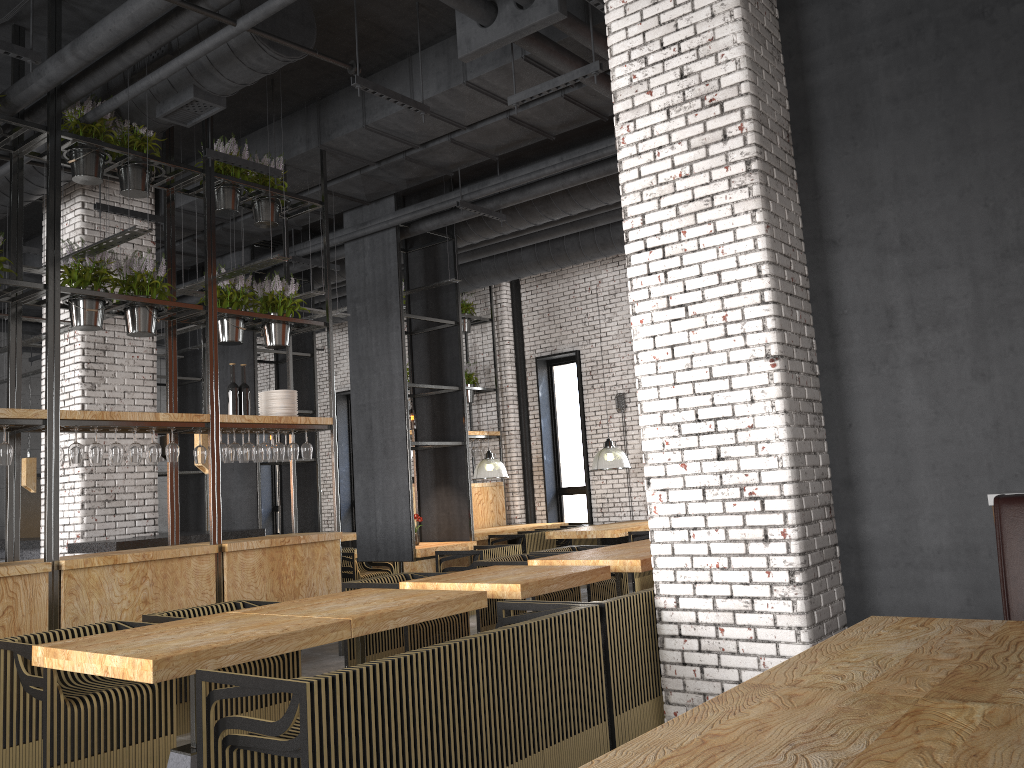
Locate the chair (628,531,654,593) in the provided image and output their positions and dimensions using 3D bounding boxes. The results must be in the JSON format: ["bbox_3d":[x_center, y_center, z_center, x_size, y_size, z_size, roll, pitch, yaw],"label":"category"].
[{"bbox_3d":[1.835,2.076,10.455,0.637,0.732,0.656,-9,-9,36],"label":"chair"}]

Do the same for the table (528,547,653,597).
[{"bbox_3d":[0.845,1.707,6.901,0.998,0.765,0.995,-9,-9,37],"label":"table"}]

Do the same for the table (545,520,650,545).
[{"bbox_3d":[1.478,2.191,11.373,0.998,0.765,2.114,-9,-9,37],"label":"table"}]

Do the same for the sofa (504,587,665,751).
[{"bbox_3d":[0.787,1.532,5.241,0.639,0.732,1.804,-9,-9,37],"label":"sofa"}]

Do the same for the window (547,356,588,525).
[{"bbox_3d":[0.910,0.902,13.849,0.747,2.706,0.364,-10,-10,37],"label":"window"}]

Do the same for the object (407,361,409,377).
[{"bbox_3d":[-1.356,-0.023,13.171,0.416,0.560,0.467,-8,-9,32],"label":"object"}]

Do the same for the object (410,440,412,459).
[{"bbox_3d":[-1.505,0.957,12.921,0.101,0.268,0.100,-2,-8,-16],"label":"object"}]

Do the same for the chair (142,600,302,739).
[{"bbox_3d":[-1.696,1.692,5.201,0.637,0.732,0.656,-10,-10,40],"label":"chair"}]

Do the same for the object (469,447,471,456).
[{"bbox_3d":[-0.678,0.973,13.517,0.101,0.268,0.100,-1,-8,-21],"label":"object"}]

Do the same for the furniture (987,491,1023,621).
[{"bbox_3d":[1.021,0.796,0.923,1.914,1.154,6.757,-9,-9,37],"label":"furniture"}]

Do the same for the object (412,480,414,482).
[{"bbox_3d":[-1.391,1.422,12.746,0.256,0.076,0.257,-9,-9,37],"label":"object"}]

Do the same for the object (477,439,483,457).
[{"bbox_3d":[-0.496,0.988,13.748,0.101,0.268,0.100,-1,-8,-21],"label":"object"}]

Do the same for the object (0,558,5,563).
[{"bbox_3d":[-4.082,1.880,6.795,0.399,1.038,0.396,-1,-8,-17],"label":"object"}]

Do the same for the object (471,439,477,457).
[{"bbox_3d":[-0.587,0.980,13.633,0.101,0.268,0.100,-1,-8,-21],"label":"object"}]

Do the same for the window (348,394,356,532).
[{"bbox_3d":[-2.845,1.489,16.736,0.747,2.706,0.364,-10,-10,37],"label":"window"}]

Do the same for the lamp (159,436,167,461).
[{"bbox_3d":[-3.698,0.156,9.523,0.127,1.399,0.127,-10,-10,37],"label":"lamp"}]

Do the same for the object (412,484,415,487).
[{"bbox_3d":[-1.652,1.446,12.487,0.410,0.050,0.411,-9,-8,36],"label":"object"}]

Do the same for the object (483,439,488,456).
[{"bbox_3d":[-0.406,0.995,13.864,0.101,0.268,0.100,-1,-8,-21],"label":"object"}]

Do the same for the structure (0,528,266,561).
[{"bbox_3d":[-6.027,2.026,8.858,5.867,1.538,4.306,-9,-9,37],"label":"structure"}]

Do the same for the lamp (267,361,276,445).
[{"bbox_3d":[-3.186,0.033,11.668,0.108,1.603,0.108,-3,-8,-6],"label":"lamp"}]

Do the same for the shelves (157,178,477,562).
[{"bbox_3d":[-3.219,0.069,11.662,6.137,4.379,1.002,-9,-9,37],"label":"shelves"}]

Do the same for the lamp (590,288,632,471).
[{"bbox_3d":[1.206,-0.085,11.664,0.536,2.412,0.535,-2,-8,-16],"label":"lamp"}]

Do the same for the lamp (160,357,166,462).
[{"bbox_3d":[-5.241,0.354,13.247,0.108,1.603,0.108,-1,-8,-20],"label":"lamp"}]

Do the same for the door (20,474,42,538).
[{"bbox_3d":[-8.027,2.592,15.213,0.158,2.109,1.119,-10,-10,37],"label":"door"}]

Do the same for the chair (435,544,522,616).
[{"bbox_3d":[-0.330,2.075,9.231,0.637,0.732,0.656,-9,-9,36],"label":"chair"}]

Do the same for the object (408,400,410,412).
[{"bbox_3d":[-1.489,0.463,12.833,0.098,0.472,0.098,-6,-8,15],"label":"object"}]

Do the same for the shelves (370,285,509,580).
[{"bbox_3d":[-1.168,0.437,13.287,0.689,5.032,2.330,-10,-10,37],"label":"shelves"}]

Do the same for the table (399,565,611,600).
[{"bbox_3d":[-0.013,1.638,5.833,0.998,0.765,0.995,-9,-9,37],"label":"table"}]

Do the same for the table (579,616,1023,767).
[{"bbox_3d":[0.489,1.075,1.333,0.998,0.765,4.131,-9,-9,37],"label":"table"}]

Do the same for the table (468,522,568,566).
[{"bbox_3d":[-0.182,2.450,12.649,0.998,0.765,2.114,-9,-9,37],"label":"table"}]

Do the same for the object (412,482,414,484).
[{"bbox_3d":[-1.389,1.446,12.743,0.257,0.068,0.256,3,-9,-44],"label":"object"}]

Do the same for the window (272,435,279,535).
[{"bbox_3d":[-4.743,1.786,18.196,0.747,2.706,0.364,-10,-10,37],"label":"window"}]

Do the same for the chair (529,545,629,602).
[{"bbox_3d":[0.634,1.889,8.190,0.637,0.732,0.656,-9,-9,37],"label":"chair"}]

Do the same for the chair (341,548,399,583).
[{"bbox_3d":[-1.768,2.296,10.300,0.637,0.732,0.656,-10,-10,40],"label":"chair"}]

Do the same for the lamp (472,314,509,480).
[{"bbox_3d":[-0.386,0.164,12.888,0.536,2.412,0.535,-2,-8,-16],"label":"lamp"}]

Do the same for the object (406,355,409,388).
[{"bbox_3d":[-1.637,-0.054,12.754,0.467,0.560,0.415,-4,-7,3],"label":"object"}]

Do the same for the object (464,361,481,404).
[{"bbox_3d":[-0.725,0.023,13.921,0.416,0.560,0.466,1,-9,-33],"label":"object"}]

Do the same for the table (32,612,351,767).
[{"bbox_3d":[-1.433,1.518,4.022,0.998,0.765,0.995,-9,-9,37],"label":"table"}]

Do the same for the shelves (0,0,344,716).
[{"bbox_3d":[-2.926,-0.230,6.622,0.689,5.032,3.655,-10,-10,37],"label":"shelves"}]

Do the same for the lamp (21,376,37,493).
[{"bbox_3d":[-6.248,0.631,11.478,0.127,1.551,0.127,-10,-10,37],"label":"lamp"}]

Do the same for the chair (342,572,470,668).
[{"bbox_3d":[-0.756,1.772,6.416,0.637,0.732,0.656,-9,-9,36],"label":"chair"}]

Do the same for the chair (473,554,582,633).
[{"bbox_3d":[0.144,1.845,7.541,0.637,0.732,0.656,-9,-9,37],"label":"chair"}]

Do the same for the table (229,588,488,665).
[{"bbox_3d":[-0.816,1.570,4.810,0.998,0.765,0.995,-9,-9,37],"label":"table"}]

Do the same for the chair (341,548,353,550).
[{"bbox_3d":[-2.375,2.391,10.767,0.637,0.732,0.656,-10,-9,39],"label":"chair"}]

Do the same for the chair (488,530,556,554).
[{"bbox_3d":[0.149,2.342,11.765,0.637,0.732,0.656,-9,-9,38],"label":"chair"}]

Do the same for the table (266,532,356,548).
[{"bbox_3d":[-4.009,3.016,15.311,4.129,0.765,0.999,-9,-9,37],"label":"table"}]

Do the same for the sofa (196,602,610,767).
[{"bbox_3d":[-0.355,1.436,3.783,0.639,0.732,1.804,-9,-9,37],"label":"sofa"}]

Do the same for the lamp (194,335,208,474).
[{"bbox_3d":[-3.182,0.152,9.120,0.127,1.551,0.127,-10,-10,37],"label":"lamp"}]

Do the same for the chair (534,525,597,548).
[{"bbox_3d":[0.774,2.398,12.595,0.637,0.732,0.656,-9,-9,36],"label":"chair"}]

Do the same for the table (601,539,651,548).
[{"bbox_3d":[1.462,1.758,7.689,0.998,0.765,0.995,-9,-9,37],"label":"table"}]

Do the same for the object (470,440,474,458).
[{"bbox_3d":[-0.630,1.031,14.037,0.101,0.268,0.100,-1,-8,-21],"label":"object"}]

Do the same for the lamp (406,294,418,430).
[{"bbox_3d":[-1.170,-0.282,10.117,0.108,1.603,0.108,-5,-8,10],"label":"lamp"}]

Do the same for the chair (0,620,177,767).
[{"bbox_3d":[-2.192,1.647,4.545,0.637,0.732,0.656,-10,-9,38],"label":"chair"}]
